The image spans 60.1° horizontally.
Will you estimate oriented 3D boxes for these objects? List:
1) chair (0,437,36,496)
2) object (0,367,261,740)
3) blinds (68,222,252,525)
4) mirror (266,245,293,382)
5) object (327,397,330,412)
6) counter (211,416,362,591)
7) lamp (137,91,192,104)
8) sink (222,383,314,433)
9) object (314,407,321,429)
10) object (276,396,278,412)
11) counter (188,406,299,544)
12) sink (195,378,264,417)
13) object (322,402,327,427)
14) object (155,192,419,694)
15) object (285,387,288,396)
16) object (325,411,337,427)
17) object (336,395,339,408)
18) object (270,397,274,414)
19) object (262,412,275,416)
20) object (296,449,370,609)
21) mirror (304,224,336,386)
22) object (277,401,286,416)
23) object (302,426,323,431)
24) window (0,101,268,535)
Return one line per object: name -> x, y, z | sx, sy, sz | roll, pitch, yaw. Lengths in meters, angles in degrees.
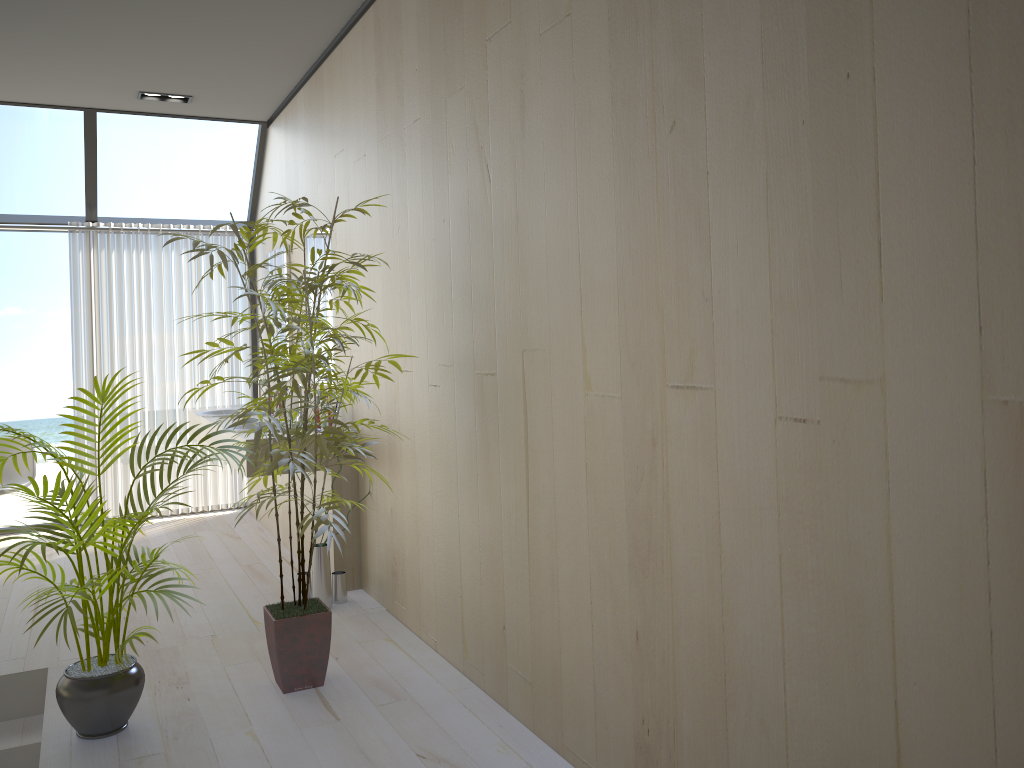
chair -> -3.229, 0.527, 5.527 | 0.369, 0.347, 0.454 | -2, 2, 2
object -> -1.368, 0.522, 2.813 | 0.916, 1.157, 0.751 | -2, 1, 7
blinds -> -2.471, -0.104, 6.303 | 1.183, 2.071, 0.084 | -2, 0, -26
mirror -> -1.552, -0.460, 5.901 | 0.023, 0.868, 0.653 | -2, 1, -26
object -> -0.914, 0.145, 4.409 | 0.012, 0.178, 0.050 | -2, 0, 13
counter -> -1.244, 0.622, 4.777 | 0.551, 0.791, 1.205 | -2, 2, -26
lamp -> -2.131, -1.808, 5.430 | 0.301, 0.112, 0.164 | -3, 2, -26
sink -> -1.285, 0.211, 4.730 | 0.504, 0.419, 0.574 | -2, 2, -23
object -> -0.989, 0.168, 4.496 | 0.039, 0.135, 0.039 | -2, 0, 15
object -> -1.501, 0.124, 5.691 | 0.039, 0.135, 0.039 | -2, 0, 23
counter -> -1.775, 0.584, 5.860 | 0.551, 0.791, 1.205 | -2, 2, -26
sink -> -1.816, 0.173, 5.812 | 0.504, 0.419, 0.574 | -2, 2, -23
object -> -0.970, 0.162, 4.609 | 0.039, 0.135, 0.039 | -2, 0, 15
object -> -0.724, 0.195, 3.183 | 0.787, 1.757, 0.935 | -2, 0, -1
object -> -1.423, 0.106, 5.520 | 0.054, 0.175, 0.012 | -2, 0, -1
object -> -0.906, 0.186, 4.437 | 0.058, 0.100, 0.058 | -2, 0, -16
object -> -0.892, 0.145, 4.437 | 0.054, 0.175, 0.012 | -2, 0, -1
object -> -1.520, 0.130, 5.579 | 0.039, 0.135, 0.039 | -2, 0, 23
object -> -1.528, 0.184, 5.498 | 0.104, 0.029, 0.032 | -1, 2, 14
object -> -0.816, 0.656, 4.166 | 0.407, 0.749, 0.273 | -2, 0, -38
mirror -> -1.071, -0.429, 4.983 | 0.023, 0.868, 0.653 | -2, 1, -26
object -> -1.437, 0.148, 5.520 | 0.058, 0.100, 0.058 | -2, 0, -19
object -> -0.997, 0.222, 4.416 | 0.104, 0.029, 0.032 | -1, 2, 14
window -> -3.850, -0.357, 5.420 | 4.564, 2.814, 0.744 | -3, 0, -26
